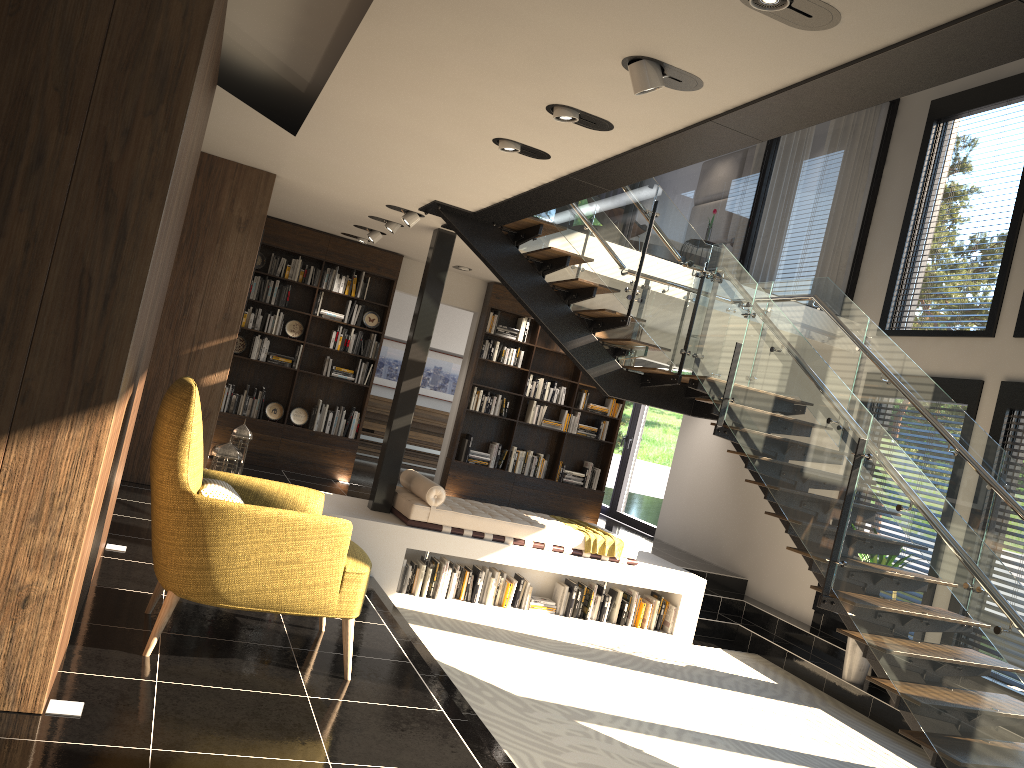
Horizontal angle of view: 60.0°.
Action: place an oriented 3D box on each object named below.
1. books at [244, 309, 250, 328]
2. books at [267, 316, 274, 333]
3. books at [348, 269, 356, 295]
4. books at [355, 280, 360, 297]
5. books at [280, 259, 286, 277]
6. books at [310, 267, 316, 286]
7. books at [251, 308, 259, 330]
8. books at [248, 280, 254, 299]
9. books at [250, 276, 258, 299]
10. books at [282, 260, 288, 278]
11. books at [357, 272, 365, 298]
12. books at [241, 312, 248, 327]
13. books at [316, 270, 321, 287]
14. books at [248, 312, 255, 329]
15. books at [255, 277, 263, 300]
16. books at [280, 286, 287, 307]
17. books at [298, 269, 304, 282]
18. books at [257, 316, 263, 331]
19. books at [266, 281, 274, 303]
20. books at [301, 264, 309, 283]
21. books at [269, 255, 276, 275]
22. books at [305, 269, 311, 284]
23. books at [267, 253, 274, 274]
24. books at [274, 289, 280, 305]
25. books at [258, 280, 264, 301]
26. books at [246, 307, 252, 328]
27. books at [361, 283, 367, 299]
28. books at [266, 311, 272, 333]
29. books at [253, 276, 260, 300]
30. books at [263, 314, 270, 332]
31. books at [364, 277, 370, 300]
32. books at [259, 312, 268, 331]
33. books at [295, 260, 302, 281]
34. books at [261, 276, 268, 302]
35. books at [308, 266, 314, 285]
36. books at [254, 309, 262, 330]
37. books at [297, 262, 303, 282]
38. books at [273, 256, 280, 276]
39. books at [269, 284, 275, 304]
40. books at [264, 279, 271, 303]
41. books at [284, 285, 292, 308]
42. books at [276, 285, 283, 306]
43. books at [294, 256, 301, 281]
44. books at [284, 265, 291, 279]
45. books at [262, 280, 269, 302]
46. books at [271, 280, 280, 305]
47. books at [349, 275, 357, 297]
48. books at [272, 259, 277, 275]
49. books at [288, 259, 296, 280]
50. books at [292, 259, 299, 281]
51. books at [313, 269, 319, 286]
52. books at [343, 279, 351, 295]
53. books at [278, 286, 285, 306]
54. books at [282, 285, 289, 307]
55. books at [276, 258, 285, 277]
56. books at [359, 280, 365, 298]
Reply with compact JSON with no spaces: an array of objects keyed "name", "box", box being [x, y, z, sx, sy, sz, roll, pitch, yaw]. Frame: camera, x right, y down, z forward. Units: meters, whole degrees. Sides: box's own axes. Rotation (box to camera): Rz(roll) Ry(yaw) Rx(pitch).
[{"name":"books","box":[-2.926,-0.725,9.779,0.018,0.208,0.126,14,-1,-21]},{"name":"books","box":[-2.684,-0.658,9.830,0.025,0.193,0.172,14,-1,-20]},{"name":"books","box":[-1.840,-1.153,10.103,0.015,0.303,0.251,14,-1,-20]},{"name":"books","box":[-1.788,-1.085,10.160,0.021,0.197,0.200,14,-1,-20]},{"name":"books","box":[-2.548,-1.281,9.860,0.014,0.212,0.184,14,-1,-20]},{"name":"books","box":[-2.241,-1.206,9.961,0.039,0.212,0.171,14,-1,-20]},{"name":"books","box":[-2.842,-0.718,9.788,0.036,0.235,0.169,14,-1,-20]},{"name":"books","box":[-2.874,-1.035,9.731,0.025,0.204,0.192,14,-1,-20]},{"name":"books","box":[-2.841,-1.053,9.740,0.035,0.255,0.183,14,-1,-20]},{"name":"books","box":[-2.537,-1.273,9.883,0.025,0.203,0.156,14,-1,-20]},{"name":"books","box":[-1.746,-1.129,10.133,0.017,0.302,0.266,14,-1,-20]},{"name":"books","box":[-2.949,-0.711,9.750,0.037,0.169,0.148,14,-1,-20]},{"name":"books","box":[-2.200,-1.185,9.998,0.024,0.194,0.182,14,-1,-20]},{"name":"books","box":[-2.876,-0.699,9.762,0.035,0.180,0.164,14,-1,-20]},{"name":"books","box":[-2.793,-1.044,9.760,0.027,0.260,0.180,14,-1,-20]},{"name":"books","box":[-2.552,-0.975,9.869,0.024,0.242,0.144,14,-1,-20]},{"name":"books","box":[-2.374,-1.205,9.946,0.040,0.149,0.125,14,-1,-20]},{"name":"books","box":[-2.795,-0.672,9.801,0.026,0.167,0.173,14,-1,-20]},{"name":"books","box":[-2.689,-1.015,9.817,0.032,0.255,0.159,14,-1,-20]},{"name":"books","box":[-2.331,-1.230,9.949,0.030,0.217,0.165,14,-1,-20]},{"name":"books","box":[-2.646,-1.308,9.780,0.024,0.216,0.210,14,-1,-20]},{"name":"books","box":[-2.298,-1.199,9.928,0.029,0.172,0.187,14,-1,-20]},{"name":"books","box":[-2.675,-1.324,9.808,0.017,0.234,0.199,14,-1,-20]},{"name":"books","box":[-2.609,-0.962,9.819,0.025,0.188,0.181,14,-1,-20]},{"name":"books","box":[-2.759,-1.027,9.753,0.039,0.243,0.179,14,-1,-21]},{"name":"books","box":[-2.904,-0.734,9.779,0.019,0.236,0.139,14,-1,-21]},{"name":"books","box":[-1.718,-1.062,10.187,0.027,0.186,0.220,14,-1,-20]},{"name":"books","box":[-2.703,-0.689,9.834,0.020,0.243,0.154,14,-1,-20]},{"name":"books","box":[-2.813,-1.053,9.747,0.022,0.267,0.197,14,-1,-20]},{"name":"books","box":[-2.714,-0.673,9.802,0.016,0.205,0.204,14,-1,-20]},{"name":"books","box":[-1.684,-1.093,10.173,0.013,0.262,0.217,14,-1,-20]},{"name":"books","box":[-2.757,-0.688,9.822,0.053,0.216,0.151,14,-1,-21]},{"name":"books","box":[-2.397,-1.261,9.899,0.020,0.245,0.228,14,-1,-20]},{"name":"books","box":[-2.739,-1.044,9.791,0.015,0.287,0.154,14,-1,-20]},{"name":"books","box":[-2.274,-1.213,9.956,0.027,0.212,0.180,14,-1,-20]},{"name":"books","box":[-2.807,-0.711,9.780,0.026,0.237,0.164,14,-1,-20]},{"name":"books","box":[-2.384,-1.252,9.916,0.020,0.235,0.206,14,-1,-20]},{"name":"books","box":[-2.614,-1.303,9.820,0.026,0.222,0.202,14,-1,-20]},{"name":"books","box":[-2.666,-0.992,9.824,0.024,0.220,0.123,14,-1,-20]},{"name":"books","box":[-2.702,-1.024,9.783,0.019,0.264,0.174,14,-1,-20]},{"name":"books","box":[-2.502,-0.975,9.894,0.035,0.266,0.133,14,-1,-20]},{"name":"books","box":[-2.592,-0.983,9.862,0.028,0.240,0.148,14,-1,-20]},{"name":"books","box":[-2.400,-1.280,9.870,0.012,0.278,0.227,14,-1,-20]},{"name":"books","box":[-2.505,-1.242,9.867,0.036,0.156,0.186,14,-1,-20]},{"name":"books","box":[-2.726,-1.025,9.794,0.018,0.256,0.172,14,-1,-20]},{"name":"books","box":[-2.630,-1.010,9.820,0.033,0.273,0.189,14,-1,-20]},{"name":"books","box":[-1.825,-1.120,10.156,0.064,0.247,0.209,14,-1,-20]},{"name":"books","box":[-2.646,-1.289,9.830,0.020,0.180,0.153,14,-1,-20]},{"name":"books","box":[-2.456,-1.269,9.864,0.039,0.230,0.205,14,-1,-20]},{"name":"books","box":[-2.422,-1.265,9.864,0.025,0.239,0.220,14,-1,-20]},{"name":"books","box":[-2.209,-1.193,9.959,0.023,0.202,0.201,14,-1,-20]},{"name":"books","box":[-1.888,-1.106,10.134,0.029,0.190,0.177,14,-1,-20]},{"name":"books","box":[-2.569,-0.973,9.857,0.014,0.230,0.172,14,-1,-20]},{"name":"books","box":[-2.529,-0.980,9.882,0.026,0.263,0.147,14,-1,-20]},{"name":"books","box":[-2.578,-1.291,9.842,0.059,0.216,0.159,14,-1,-21]},{"name":"books","box":[-1.752,-1.086,10.200,0.037,0.218,0.144,14,-1,-20]}]
